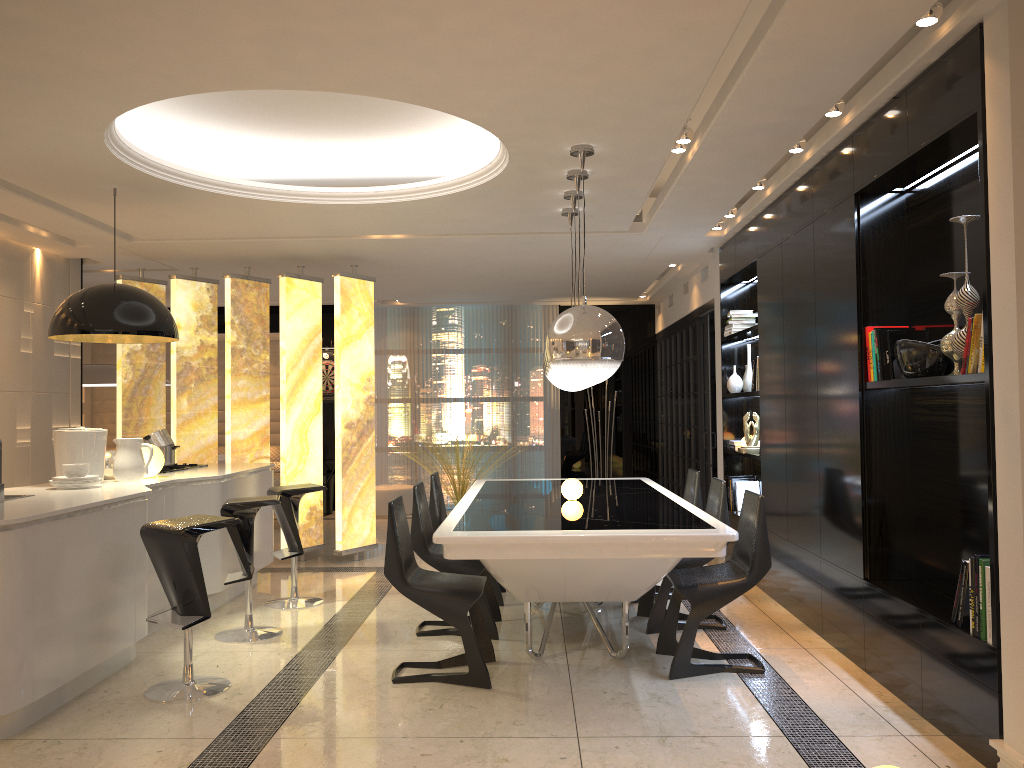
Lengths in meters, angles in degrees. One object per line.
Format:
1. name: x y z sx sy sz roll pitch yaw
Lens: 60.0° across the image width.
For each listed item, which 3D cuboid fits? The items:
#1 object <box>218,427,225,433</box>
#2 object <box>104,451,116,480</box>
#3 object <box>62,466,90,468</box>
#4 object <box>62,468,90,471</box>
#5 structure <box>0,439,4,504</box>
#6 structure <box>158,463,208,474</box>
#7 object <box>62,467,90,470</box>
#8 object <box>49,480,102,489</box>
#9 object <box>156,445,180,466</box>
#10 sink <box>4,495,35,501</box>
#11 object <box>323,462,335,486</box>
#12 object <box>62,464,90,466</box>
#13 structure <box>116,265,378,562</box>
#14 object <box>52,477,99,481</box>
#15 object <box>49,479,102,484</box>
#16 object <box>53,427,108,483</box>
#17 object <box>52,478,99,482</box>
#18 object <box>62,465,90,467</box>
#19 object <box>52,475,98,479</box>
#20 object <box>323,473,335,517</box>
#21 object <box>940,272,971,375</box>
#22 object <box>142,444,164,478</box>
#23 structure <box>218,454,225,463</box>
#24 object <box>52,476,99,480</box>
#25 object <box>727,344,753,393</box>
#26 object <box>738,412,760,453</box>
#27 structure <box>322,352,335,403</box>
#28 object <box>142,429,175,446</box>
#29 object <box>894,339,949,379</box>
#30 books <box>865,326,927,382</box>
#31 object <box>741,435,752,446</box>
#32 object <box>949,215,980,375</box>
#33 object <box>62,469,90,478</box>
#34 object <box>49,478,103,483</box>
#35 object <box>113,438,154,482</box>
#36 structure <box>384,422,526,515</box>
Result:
1. object: -4.241 0.890 12.443 0.390 0.718 0.388 -1 -2 -7
2. object: -2.501 0.500 5.471 0.211 0.174 0.211 1 -2 -41
3. object: -2.385 0.477 4.850 0.138 0.051 0.138 1 -2 -41
4. object: -2.384 0.489 4.849 0.138 0.051 0.138 1 -2 -41
5. structure: -2.412 0.389 4.016 0.177 0.310 0.089 -1 -2 1
6. structure: -2.566 0.601 6.339 0.502 0.026 0.811 -1 -2 1
7. object: -2.384 0.483 4.849 0.138 0.051 0.138 1 -2 -41
8. object: -2.384 0.551 4.848 0.264 0.033 0.264 0 -2 -30
9. object: -2.541 0.515 6.341 0.266 0.147 0.253 -2 -2 44
10. sink: -2.618 0.619 4.041 0.485 0.152 0.738 -1 -2 1
11. object: -2.372 1.134 11.137 0.330 0.297 0.032 -1 -2 1
12. object: -2.385 0.466 4.850 0.138 0.051 0.138 1 -2 -41
13. structure: -2.288 0.258 7.691 2.180 2.555 0.448 -1 -2 1
14. object: -2.384 0.523 4.848 0.229 0.016 0.229 -2 -2 31
15. object: -2.384 0.545 4.848 0.264 0.033 0.264 0 -2 -30
16. object: -2.507 0.414 5.152 0.288 0.330 0.288 -1 -2 19
17. object: -2.384 0.528 4.848 0.229 0.016 0.229 -2 -2 31
18. object: -2.385 0.471 4.850 0.138 0.051 0.138 1 -2 -41
19. object: -2.385 0.514 4.848 0.229 0.016 0.229 -2 -2 31
20. object: -2.370 1.379 11.035 0.261 0.508 0.325 -1 -2 1
21. object: 1.800 -0.238 3.591 0.121 0.416 0.121 -1 -2 -3
22. object: -2.286 0.480 5.538 0.212 0.214 0.213 1 -2 -38
23. structure: -4.530 1.211 9.639 2.912 0.812 1.659 -1 -2 1
24. object: -2.385 0.519 4.848 0.229 0.016 0.229 -2 -2 31
25. object: 1.852 -0.121 7.204 0.210 0.395 0.180 -1 -2 4
26. object: 1.841 0.372 6.812 0.177 0.311 0.177 -1 -2 1
27. structure: -2.405 -0.082 11.545 0.669 0.669 0.048 -1 -2 1
28. object: -2.550 0.429 6.340 0.249 0.212 0.256 -2 -2 37
29. object: 1.782 -0.104 3.853 0.193 0.177 0.375 -1 -2 2
30. books: 1.806 -0.145 4.165 0.210 0.270 0.236 -1 -2 1
31. object: 1.865 0.466 6.976 0.125 0.125 0.125 -2 -2 41
32. object: 1.768 -0.339 3.443 0.121 0.612 0.121 -1 -2 -3
33. object: -2.384 0.494 4.849 0.138 0.051 0.138 1 -2 -41
34. object: -2.384 0.539 4.848 0.264 0.033 0.264 0 -2 -30
35. object: -2.276 0.452 5.311 0.211 0.254 0.183 1 -2 -37
36. structure: -0.646 1.030 10.681 1.275 1.142 1.282 1 -2 -42
